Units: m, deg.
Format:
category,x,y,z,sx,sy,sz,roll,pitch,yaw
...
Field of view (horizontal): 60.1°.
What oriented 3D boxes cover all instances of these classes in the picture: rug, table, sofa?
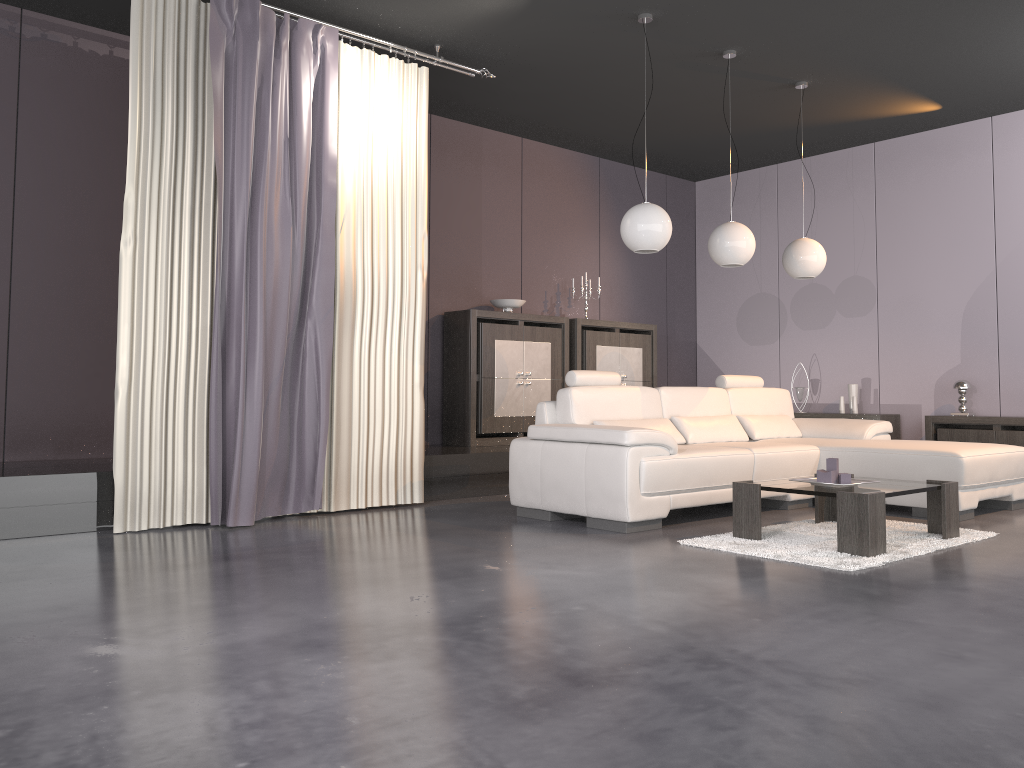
category,x,y,z,sx,sy,sz,roll,pitch,yaw
rug,1.637,0.758,4.368,1.524,0.023,0.915,1,-1,-41
table,1.654,0.620,4.379,0.904,0.271,0.700,1,-1,-41
sofa,1.652,0.350,5.434,2.859,0.861,1.866,1,-1,-41

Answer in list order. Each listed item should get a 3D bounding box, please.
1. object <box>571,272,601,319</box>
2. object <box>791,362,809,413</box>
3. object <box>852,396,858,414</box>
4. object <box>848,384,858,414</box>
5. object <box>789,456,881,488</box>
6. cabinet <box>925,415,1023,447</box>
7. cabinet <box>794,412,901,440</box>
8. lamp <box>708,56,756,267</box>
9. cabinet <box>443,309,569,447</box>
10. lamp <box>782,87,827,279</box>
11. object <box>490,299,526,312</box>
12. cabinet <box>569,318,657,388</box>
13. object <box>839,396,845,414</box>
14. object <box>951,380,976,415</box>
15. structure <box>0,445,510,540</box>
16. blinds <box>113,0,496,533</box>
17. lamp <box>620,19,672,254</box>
category,x,y,z,sx,sy,sz,roll,pitch,yaw
object,0.671,-0.791,8.031,0.229,0.447,0.229,2,-3,-23
object,2.669,0.032,8.200,0.108,0.467,0.123,3,-4,-40
object,3.009,0.186,7.774,0.051,0.152,0.051,-1,-4,28
object,3.036,0.131,7.881,0.089,0.264,0.089,0,-3,11
object,1.569,0.425,4.315,0.304,0.137,0.304,1,-2,-36
cabinet,3.813,0.532,6.845,0.377,0.556,1.071,3,-3,-41
cabinet,2.868,0.541,7.939,0.377,0.556,1.071,3,-3,-41
lamp,1.452,-1.487,5.883,0.307,1.419,0.306,3,-4,-38
cabinet,-0.016,-0.042,7.377,1.071,1.078,0.411,2,-4,-41
lamp,2.124,-1.476,6.467,0.307,1.419,0.306,3,-4,-37
object,-0.035,-0.638,7.439,0.309,0.117,0.308,0,-1,-7
cabinet,0.866,-0.028,8.136,1.071,1.078,0.411,2,-4,-41
object,2.930,0.187,7.866,0.051,0.152,0.051,-1,-4,28
object,3.629,0.108,7.130,0.140,0.285,0.140,3,-4,-41
structure,-1.509,0.618,5.704,8.762,0.301,0.999,1,-1,-41
blinds,-1.353,-0.745,4.933,3.285,3.005,0.248,2,-4,-40
lamp,0.804,-1.497,5.327,0.307,1.419,0.305,-1,-4,17
